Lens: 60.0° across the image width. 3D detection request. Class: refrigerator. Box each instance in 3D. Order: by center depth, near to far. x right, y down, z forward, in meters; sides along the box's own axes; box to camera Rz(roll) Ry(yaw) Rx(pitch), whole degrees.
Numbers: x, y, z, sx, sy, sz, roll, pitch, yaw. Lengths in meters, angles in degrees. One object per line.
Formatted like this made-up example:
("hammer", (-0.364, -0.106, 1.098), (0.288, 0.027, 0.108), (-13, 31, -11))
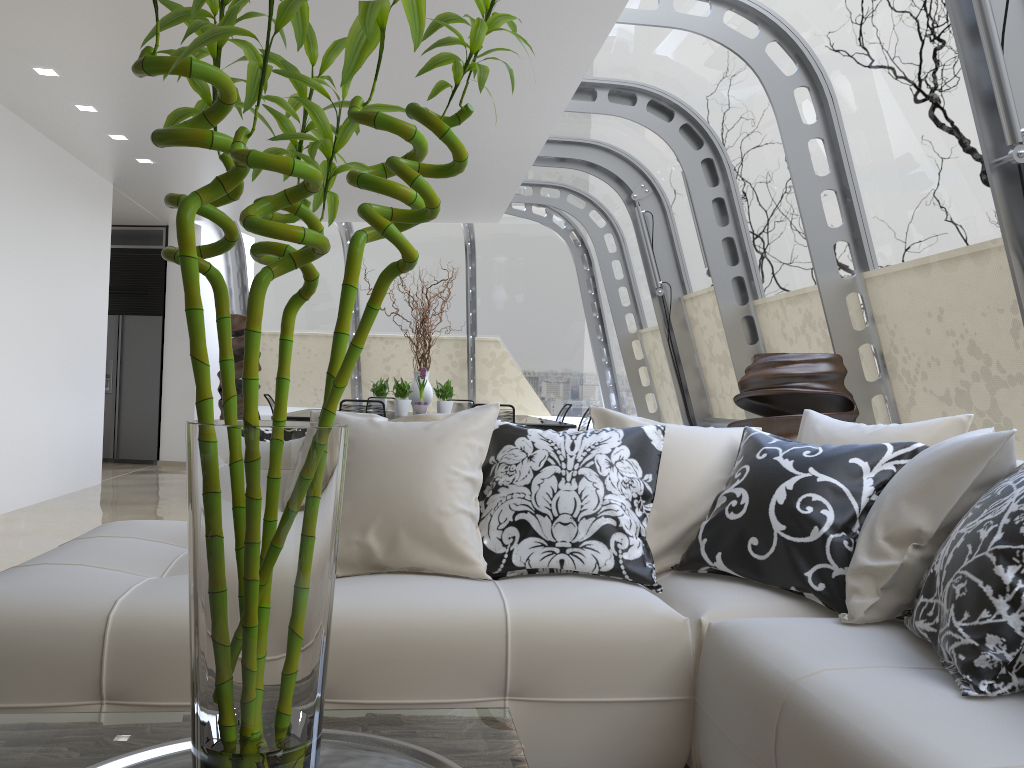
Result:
("refrigerator", (-4.737, 0.037, 10.866), (1.006, 1.742, 0.234), (2, -1, 6))

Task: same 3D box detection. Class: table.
("table", (-0.434, 0.775, 1.106), (1.007, 0.448, 0.923), (2, -1, -7))
("table", (-0.887, 0.688, 8.674), (2.494, 0.759, 3.031), (2, -1, -7))

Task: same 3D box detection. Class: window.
("window", (-5.251, -0.559, 5.336), (16.693, 3.674, 16.171), (2, -1, -1))

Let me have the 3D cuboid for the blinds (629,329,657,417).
("blinds", (1.518, 0.482, 10.532), (0.663, 2.118, 1.829), (2, -1, -7))

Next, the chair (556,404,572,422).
("chair", (0.277, 0.461, 9.520), (0.688, 0.519, 0.446), (2, -1, -7))

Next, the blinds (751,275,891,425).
("blinds", (1.978, -0.094, 5.757), (0.329, 1.027, 1.430), (2, -1, -7))

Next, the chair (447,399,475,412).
("chair", (-0.585, 0.442, 10.263), (0.446, 0.519, 0.688), (2, -1, -7))

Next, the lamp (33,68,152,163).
("lamp", (-5.192, -2.049, 3.412), (9.775, 0.004, 9.928), (2, -1, -6))

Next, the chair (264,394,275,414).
("chair", (-2.218, 0.373, 9.205), (0.688, 0.519, 0.446), (2, -1, -7))

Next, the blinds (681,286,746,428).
("blinds", (1.759, -0.176, 7.280), (0.387, 1.214, 1.376), (2, -1, -7))

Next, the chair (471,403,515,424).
("chair", (-0.192, 0.415, 7.158), (0.446, 0.519, 0.688), (2, -1, -7))

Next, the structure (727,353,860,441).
("structure", (1.346, 0.482, 4.273), (0.672, 1.258, 0.674), (2, -1, -30))

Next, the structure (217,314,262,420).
("structure", (-3.224, 0.105, 10.459), (0.498, 1.843, 0.493), (2, -1, 4))

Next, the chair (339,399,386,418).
("chair", (-1.181, 0.380, 7.033), (0.446, 0.519, 0.688), (2, -1, -7))

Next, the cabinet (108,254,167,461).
("cabinet", (-5.284, -0.316, 11.236), (2.252, 2.558, 0.831), (2, -1, 7))

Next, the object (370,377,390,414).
("object", (-1.304, 0.112, 8.788), (0.215, 0.369, 0.284), (1, -1, 31))

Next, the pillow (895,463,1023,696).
("pillow", (1.031, 0.344, 1.790), (0.382, 0.467, 0.608), (2, -1, 12))

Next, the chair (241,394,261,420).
("chair", (-2.058, 0.363, 7.939), (0.688, 0.519, 0.446), (2, -1, -7))

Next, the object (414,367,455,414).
("object", (-0.721, 0.078, 8.560), (0.417, 0.476, 0.238), (2, -1, 21))

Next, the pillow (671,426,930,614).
("pillow", (0.794, 0.375, 2.510), (0.405, 0.483, 0.599), (3, -1, -39))

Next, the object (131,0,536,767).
("object", (-0.276, -0.204, 1.157), (0.673, 1.546, 0.584), (1, -1, 32))

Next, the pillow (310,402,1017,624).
("pillow", (0.883, 0.328, 1.873), (1.656, 0.530, 3.322), (2, -1, -37))

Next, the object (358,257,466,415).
("object", (-1.030, -0.472, 8.709), (1.031, 1.549, 1.135), (2, -1, -15))

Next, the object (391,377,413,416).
("object", (-1.044, 0.115, 8.385), (0.215, 0.369, 0.284), (2, -1, 26))

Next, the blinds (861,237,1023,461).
("blinds", (2.171, -0.107, 4.230), (0.329, 1.027, 1.430), (2, -1, -7))

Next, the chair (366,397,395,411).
("chair", (-1.502, 0.410, 10.147), (0.446, 0.519, 0.688), (2, -1, -7))

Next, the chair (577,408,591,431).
("chair", (0.437, 0.450, 8.254), (0.688, 0.519, 0.446), (2, -1, -7))

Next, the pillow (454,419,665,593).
("pillow", (0.145, 0.343, 2.625), (0.604, 0.471, 0.394), (2, -1, 9))

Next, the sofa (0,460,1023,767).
("sofa", (0.310, 0.584, 1.454), (3.257, 0.866, 4.169), (2, -1, -7))

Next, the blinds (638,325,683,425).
("blinds", (1.591, -0.068, 8.812), (0.329, 1.027, 1.430), (2, -1, -7))
